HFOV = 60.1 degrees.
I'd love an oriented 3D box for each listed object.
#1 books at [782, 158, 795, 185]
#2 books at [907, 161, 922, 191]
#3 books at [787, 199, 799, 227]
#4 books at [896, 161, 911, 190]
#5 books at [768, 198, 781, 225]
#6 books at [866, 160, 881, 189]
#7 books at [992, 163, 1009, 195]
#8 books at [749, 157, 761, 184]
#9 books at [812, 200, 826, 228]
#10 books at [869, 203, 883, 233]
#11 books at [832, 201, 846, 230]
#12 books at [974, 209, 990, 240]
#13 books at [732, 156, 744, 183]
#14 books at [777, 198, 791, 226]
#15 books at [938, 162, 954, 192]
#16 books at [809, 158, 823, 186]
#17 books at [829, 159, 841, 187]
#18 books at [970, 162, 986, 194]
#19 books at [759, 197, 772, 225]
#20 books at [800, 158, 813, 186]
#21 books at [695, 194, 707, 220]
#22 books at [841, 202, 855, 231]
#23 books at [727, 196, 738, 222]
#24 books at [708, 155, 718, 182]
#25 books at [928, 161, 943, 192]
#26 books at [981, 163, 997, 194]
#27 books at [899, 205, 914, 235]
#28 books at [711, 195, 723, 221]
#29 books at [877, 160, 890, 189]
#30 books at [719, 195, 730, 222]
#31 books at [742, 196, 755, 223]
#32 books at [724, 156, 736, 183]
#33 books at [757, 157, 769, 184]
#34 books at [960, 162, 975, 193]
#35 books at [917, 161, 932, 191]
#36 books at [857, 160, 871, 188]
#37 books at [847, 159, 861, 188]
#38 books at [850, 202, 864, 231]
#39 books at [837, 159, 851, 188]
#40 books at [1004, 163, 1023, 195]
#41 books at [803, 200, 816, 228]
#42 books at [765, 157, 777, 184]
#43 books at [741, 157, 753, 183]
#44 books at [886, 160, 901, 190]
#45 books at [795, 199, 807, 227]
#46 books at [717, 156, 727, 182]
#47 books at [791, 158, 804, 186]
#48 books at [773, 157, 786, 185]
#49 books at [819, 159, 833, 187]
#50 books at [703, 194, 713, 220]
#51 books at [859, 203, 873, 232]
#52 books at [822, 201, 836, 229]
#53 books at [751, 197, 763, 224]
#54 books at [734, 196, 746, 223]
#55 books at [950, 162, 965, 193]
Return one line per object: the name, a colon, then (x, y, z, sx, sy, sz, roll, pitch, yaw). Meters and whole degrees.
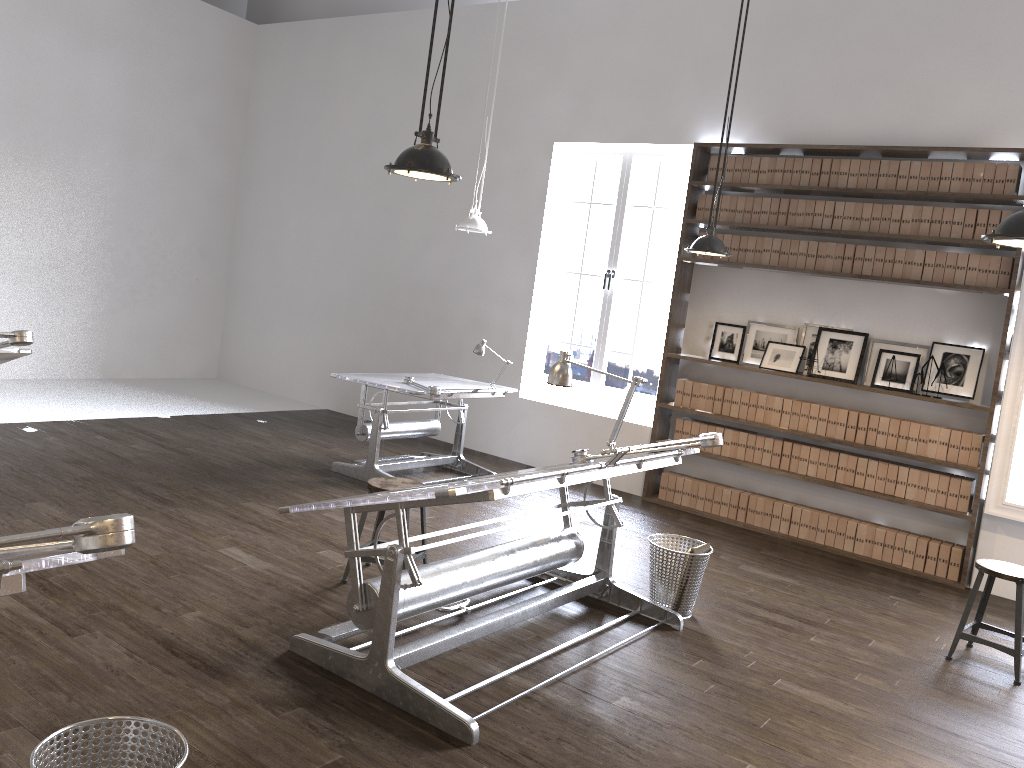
books: (2.200, -1.653, 6.971, 0.067, 0.225, 0.174, 10, 5, 35)
books: (2.938, -1.492, 6.434, 0.067, 0.225, 0.174, 10, 5, 35)
books: (2.227, -1.323, 6.939, 0.067, 0.225, 0.174, 10, 5, 35)
books: (2.878, -1.505, 6.473, 0.067, 0.225, 0.174, 10, 5, 35)
books: (2.107, -1.349, 7.026, 0.067, 0.225, 0.174, 10, 5, 35)
books: (2.713, -1.541, 6.600, 0.067, 0.225, 0.174, 10, 5, 35)
books: (3.381, -1.397, 6.118, 0.067, 0.225, 0.174, 10, 5, 35)
books: (1.981, -1.699, 7.123, 0.067, 0.225, 0.174, 10, 5, 35)
books: (2.384, -1.288, 6.817, 0.067, 0.225, 0.174, 10, 5, 35)
books: (2.724, -1.216, 6.580, 0.067, 0.225, 0.174, 10, 5, 35)
books: (2.503, -1.263, 6.733, 0.067, 0.225, 0.174, 10, 5, 35)
books: (3.280, -1.095, 6.171, 0.067, 0.225, 0.174, 10, 5, 35)
books: (1.872, -1.724, 7.209, 0.067, 0.225, 0.174, 10, 5, 35)
books: (2.164, -1.336, 6.978, 0.067, 0.225, 0.174, 10, 5, 35)
books: (3.105, -1.456, 6.311, 0.067, 0.225, 0.174, 10, 5, 35)
books: (2.371, -1.616, 6.848, 0.067, 0.225, 0.174, 10, 5, 35)
books: (2.491, -1.590, 6.762, 0.067, 0.225, 0.174, 10, 5, 35)
books: (3.267, -1.421, 6.193, 0.067, 0.225, 0.174, 10, 5, 35)
books: (2.047, -1.362, 7.063, 0.067, 0.225, 0.174, 10, 5, 35)
books: (2.311, -1.628, 6.885, 0.067, 0.225, 0.174, 10, 5, 35)
books: (1.608, -1.457, 7.387, 0.067, 0.225, 0.174, 10, 5, 35)
books: (2.562, -1.250, 6.693, 0.067, 0.225, 0.174, 10, 5, 35)
books: (1.828, -1.410, 7.225, 0.067, 0.225, 0.174, 10, 5, 35)
books: (1.695, -1.761, 7.328, 0.067, 0.225, 0.174, 10, 5, 35)
books: (3.051, -1.468, 6.355, 0.067, 0.225, 0.174, 10, 5, 35)
books: (3.324, -1.409, 6.159, 0.067, 0.225, 0.174, 10, 5, 35)
books: (2.893, -1.179, 6.454, 0.067, 0.225, 0.174, 10, 5, 35)
books: (1.717, -1.433, 7.301, 0.067, 0.225, 0.174, 10, 5, 35)
books: (2.772, -1.529, 6.555, 0.067, 0.225, 0.174, 10, 5, 35)
books: (1.776, -1.420, 7.260, 0.067, 0.225, 0.174, 10, 5, 35)
books: (1.936, -1.386, 7.148, 0.067, 0.225, 0.174, 10, 5, 35)
books: (1.814, -1.736, 7.246, 0.067, 0.225, 0.174, 10, 5, 35)
books: (2.040, -1.687, 7.083, 0.067, 0.225, 0.174, 10, 5, 35)
books: (3.216, -1.432, 6.235, 0.067, 0.225, 0.174, 10, 5, 35)
books: (2.996, -1.480, 6.397, 0.067, 0.225, 0.174, 10, 5, 35)
books: (2.658, -1.554, 6.642, 0.067, 0.225, 0.174, 10, 5, 35)
books: (2.599, -1.566, 6.679, 0.067, 0.225, 0.174, 10, 5, 35)
books: (2.614, -1.239, 6.658, 0.067, 0.225, 0.174, 10, 5, 35)
books: (2.539, -1.578, 6.718, 0.067, 0.225, 0.174, 10, 5, 35)
books: (3.436, -1.384, 6.073, 0.067, 0.225, 0.174, 10, 5, 35)
books: (2.326, -1.301, 6.859, 0.067, 0.225, 0.174, 10, 5, 35)
books: (2.091, -1.676, 7.048, 0.067, 0.225, 0.174, 10, 5, 35)
books: (1.927, -1.712, 7.167, 0.067, 0.225, 0.174, 10, 5, 35)
books: (2.820, -1.517, 6.515, 0.067, 0.225, 0.174, 10, 5, 35)
books: (2.278, -1.312, 6.899, 0.067, 0.225, 0.174, 10, 5, 35)
books: (1.753, -1.748, 7.286, 0.067, 0.225, 0.174, 10, 5, 35)
books: (2.257, -1.640, 6.930, 0.067, 0.225, 0.174, 10, 5, 35)
books: (2.142, -1.664, 7.005, 0.067, 0.225, 0.174, 10, 5, 35)
books: (2.428, -1.603, 6.800, 0.067, 0.225, 0.174, 10, 5, 35)
books: (1.663, -1.445, 7.345, 0.067, 0.225, 0.174, 10, 5, 35)
books: (2.664, -1.228, 6.615, 0.067, 0.225, 0.174, 10, 5, 35)
books: (2.444, -1.276, 6.778, 0.067, 0.225, 0.174, 10, 5, 35)
books: (1.993, -1.374, 7.107, 0.067, 0.225, 0.174, 10, 5, 35)
books: (1.878, -1.398, 7.183, 0.067, 0.225, 0.174, 10, 5, 35)
books: (3.165, -1.443, 6.271, 0.067, 0.225, 0.174, 10, 5, 35)
